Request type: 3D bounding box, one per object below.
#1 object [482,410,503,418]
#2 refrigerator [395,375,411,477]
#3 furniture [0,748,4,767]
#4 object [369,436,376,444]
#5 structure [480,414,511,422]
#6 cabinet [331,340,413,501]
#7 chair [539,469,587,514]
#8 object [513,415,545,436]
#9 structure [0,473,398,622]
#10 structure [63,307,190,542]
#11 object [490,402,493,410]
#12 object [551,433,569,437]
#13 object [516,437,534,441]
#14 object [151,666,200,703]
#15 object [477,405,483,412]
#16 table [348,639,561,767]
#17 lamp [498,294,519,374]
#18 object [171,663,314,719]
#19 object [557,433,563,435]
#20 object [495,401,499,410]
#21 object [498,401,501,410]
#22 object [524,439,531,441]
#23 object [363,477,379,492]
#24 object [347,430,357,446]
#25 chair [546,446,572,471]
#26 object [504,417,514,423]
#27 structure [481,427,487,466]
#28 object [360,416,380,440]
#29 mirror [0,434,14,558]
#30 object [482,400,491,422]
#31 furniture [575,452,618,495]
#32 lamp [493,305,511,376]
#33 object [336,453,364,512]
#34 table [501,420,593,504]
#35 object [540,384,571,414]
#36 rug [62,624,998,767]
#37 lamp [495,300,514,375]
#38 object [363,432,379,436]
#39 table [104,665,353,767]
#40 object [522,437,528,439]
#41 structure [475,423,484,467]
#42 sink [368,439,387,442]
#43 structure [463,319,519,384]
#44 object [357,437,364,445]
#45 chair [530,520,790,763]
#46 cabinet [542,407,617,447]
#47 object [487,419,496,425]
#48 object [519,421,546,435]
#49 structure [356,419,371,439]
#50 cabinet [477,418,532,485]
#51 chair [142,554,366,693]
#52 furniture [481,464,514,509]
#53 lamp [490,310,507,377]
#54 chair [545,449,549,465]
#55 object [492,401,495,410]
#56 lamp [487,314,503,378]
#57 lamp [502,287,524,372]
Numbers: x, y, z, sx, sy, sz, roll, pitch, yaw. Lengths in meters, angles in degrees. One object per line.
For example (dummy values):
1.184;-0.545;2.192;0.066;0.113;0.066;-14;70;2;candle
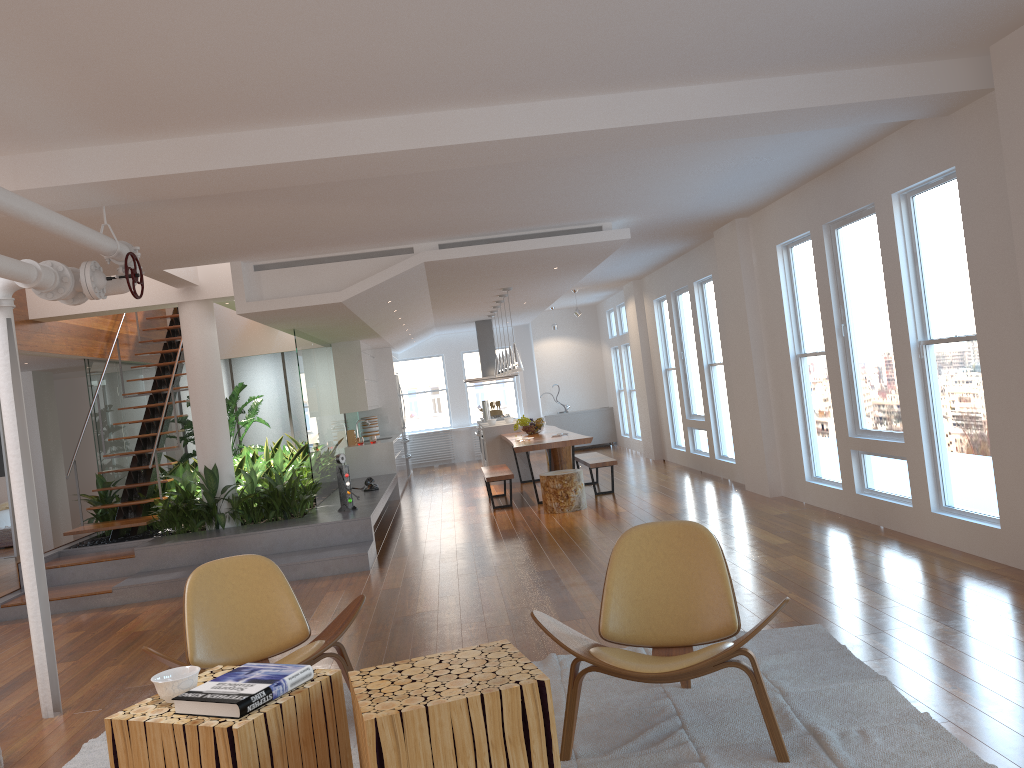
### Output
-0.337;0.536;15.496;0.353;0.157;0.084;-7;0;-4;object
-2.170;0.768;15.326;0.725;1.772;0.908;-7;0;-4;refrigerator
-2.396;1.542;3.849;0.294;0.333;0.292;-7;0;-34;furniture
-1.964;0.786;12.524;0.094;0.106;0.094;-7;0;1;object
-0.286;0.573;15.052;0.520;0.073;0.650;-7;0;-4;structure
-2.196;0.554;14.581;0.676;2.280;4.565;-7;0;-4;cabinet
0.545;1.138;9.434;0.460;0.400;0.460;-7;0;6;chair
0.241;0.535;11.765;0.394;0.284;0.292;-7;0;-40;object
-2.944;1.600;10.086;3.088;0.386;5.584;-7;0;-4;structure
-3.462;-0.436;10.732;2.552;4.265;4.591;-7;0;-4;structure
-0.348;0.457;15.506;0.061;0.299;0.040;-7;0;-7;object
0.581;0.619;10.750;0.222;0.020;0.222;-7;0;-12;object
0.160;0.672;10.766;0.222;0.020;0.222;-7;0;36;object
-1.086;0.980;2.877;0.152;0.082;0.152;-7;0;-44;object
-0.500;0.493;15.492;0.199;0.259;0.016;-7;0;6;object
-0.182;1.176;2.774;0.548;0.534;0.489;-7;0;-16;table
-0.053;-0.666;11.178;0.160;1.060;0.160;-7;0;23;lamp
-0.846;0.967;2.811;0.279;0.048;0.334;-7;0;27;object
0.580;0.613;10.750;0.079;0.030;0.070;-7;0;39;object
-0.249;0.446;15.496;0.068;0.298;0.039;-7;0;-4;object
-0.214;0.441;15.516;0.057;0.294;0.030;-7;0;-4;object
0.157;0.675;10.631;0.149;0.014;0.044;-7;0;-6;object
-1.670;1.168;10.361;0.216;0.155;0.181;-7;0;-40;object
-2.314;0.775;12.816;0.104;0.222;0.200;-7;0;-4;object
0.697;1.099;12.669;0.396;0.455;0.402;-7;0;-14;chair
-0.042;0.537;13.066;0.152;0.082;0.152;-7;0;-44;object
-0.419;0.975;13.611;0.072;0.648;0.644;-7;0;-4;structure
-2.259;0.703;14.124;0.267;0.356;0.266;-7;0;21;object
-7.121;1.262;11.321;1.267;2.044;0.049;-7;0;-4;mirror
-0.411;0.446;14.585;0.120;0.356;0.172;-7;0;44;object
1.014;1.089;10.811;0.316;0.389;1.433;-7;0;-4;furniture
-0.160;-0.652;12.620;0.160;1.060;0.160;-7;0;23;lamp
-1.584;0.954;8.649;0.318;0.565;0.134;-7;0;32;object
0.279;1.020;12.767;0.893;0.704;5.996;-7;0;-4;table
0.834;0.285;16.831;0.590;0.563;0.210;-7;0;-33;object
-0.203;1.405;2.746;3.525;0.057;3.478;-7;0;0;rug
-0.107;-0.659;11.899;0.160;1.060;0.160;-7;0;23;lamp
-2.310;0.793;14.506;0.265;0.196;0.284;-7;0;38;object
-0.890;1.265;2.869;0.548;0.534;0.489;-7;0;26;table
0.159;0.666;10.766;0.070;0.030;0.079;-7;0;-41;object
-0.273;1.001;15.038;0.649;0.735;0.890;-7;0;-4;structure
-2.043;0.970;13.553;0.449;0.192;0.666;-7;0;-4;sink
-0.447;-0.748;15.026;0.909;1.405;0.900;-7;0;-4;structure
-2.147;0.809;12.557;0.094;0.106;0.094;-7;0;1;object
0.627;0.964;3.322;0.867;0.752;0.856;-7;0;-44;chair
1.292;0.877;16.903;1.309;0.725;0.420;-7;0;-4;cabinet
-0.298;0.569;13.171;0.152;0.082;0.152;-7;0;35;object
0.276;0.594;11.753;0.360;0.159;0.360;-7;0;-41;object
-2.262;0.799;13.567;0.248;0.536;0.115;-7;0;-4;structure
-0.163;1.012;14.135;0.597;0.832;2.936;-7;0;-4;cabinet
-1.060;1.177;3.915;0.856;0.752;0.867;-7;0;1;chair
-0.166;1.237;10.722;0.316;0.389;1.433;-7;0;-4;furniture
-0.214;-0.645;13.341;0.160;1.060;0.160;-7;0;23;lamp
0.738;1.101;14.893;0.344;0.430;0.549;-7;0;0;chair
-0.312;0.453;15.489;0.057;0.299;0.019;-7;0;-4;object
-0.267;-0.638;14.062;0.160;1.060;0.160;-7;0;23;lamp
0.000;-0.673;10.457;0.160;1.060;0.160;-7;0;23;lamp
